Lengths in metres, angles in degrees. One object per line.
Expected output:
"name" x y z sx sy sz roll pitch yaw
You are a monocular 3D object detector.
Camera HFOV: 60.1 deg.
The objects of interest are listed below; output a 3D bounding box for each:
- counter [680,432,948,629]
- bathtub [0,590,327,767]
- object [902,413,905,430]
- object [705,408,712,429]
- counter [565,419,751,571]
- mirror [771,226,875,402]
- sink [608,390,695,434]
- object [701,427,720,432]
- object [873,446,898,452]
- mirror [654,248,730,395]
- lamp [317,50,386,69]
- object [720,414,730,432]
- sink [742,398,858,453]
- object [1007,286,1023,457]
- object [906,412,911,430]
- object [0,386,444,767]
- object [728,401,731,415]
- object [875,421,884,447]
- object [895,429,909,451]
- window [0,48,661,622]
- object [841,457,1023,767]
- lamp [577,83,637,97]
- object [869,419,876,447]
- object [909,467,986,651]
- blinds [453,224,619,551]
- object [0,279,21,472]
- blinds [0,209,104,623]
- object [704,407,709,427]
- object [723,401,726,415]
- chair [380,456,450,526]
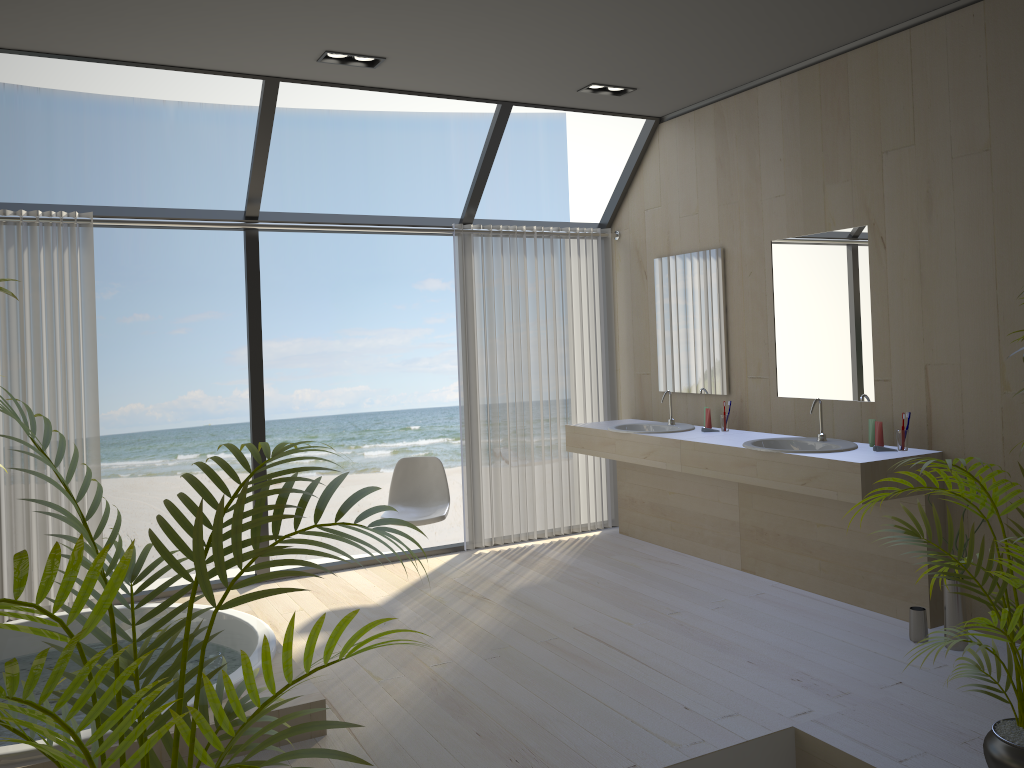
"counter" 1.453 0.699 4.405 0.551 0.791 1.205 -2 2 -28
"bathtub" -1.834 1.196 3.383 1.823 0.698 1.646 -3 3 -28
"object" 1.791 0.219 4.047 0.012 0.178 0.050 -2 0 12
"object" 1.153 0.211 5.200 0.039 0.135 0.039 -2 0 21
"counter" 0.892 0.667 5.472 0.551 0.791 1.205 -2 2 -28
"mirror" 1.615 -0.353 4.619 0.023 0.869 0.653 -2 0 -28
"sink" 0.850 0.256 5.425 0.504 0.419 0.573 -3 2 -24
"object" 1.147 0.264 5.119 0.104 0.029 0.032 -2 1 13
"object" 1.708 0.296 4.052 0.104 0.029 0.032 -2 1 13
"mirror" 1.109 -0.379 5.523 0.023 0.869 0.653 -2 0 -28
"lamp" -0.790 -1.641 4.340 0.301 0.112 0.164 -3 2 -28
"object" 1.237 0.228 5.143 0.058 0.100 0.058 -2 0 -21
"sink" 1.411 0.288 4.357 0.504 0.419 0.573 -3 2 -24
"object" 2.015 0.264 2.827 0.787 1.757 0.935 -2 0 -3
"object" 1.812 0.218 4.076 0.054 0.175 0.012 -2 -1 -2
"object" -0.567 0.623 1.513 1.066 1.346 0.872 -3 1 -39
"object" 1.251 0.186 5.144 0.054 0.175 0.012 -2 -1 -2
"object" 1.714 0.242 4.133 0.039 0.135 0.039 -2 0 14
"object" 1.798 0.260 4.076 0.058 0.100 0.058 -2 0 -17
"window" -1.174 -0.263 4.977 4.565 2.815 0.744 -3 0 -28
"object" 1.383 0.593 2.439 0.916 1.157 0.751 -2 0 6
"lamp" 0.538 -1.724 5.039 0.301 0.112 0.164 -3 2 -28
"object" 1.730 0.236 4.245 0.039 0.135 0.039 -2 0 14
"object" 1.898 0.728 3.806 0.407 0.749 0.273 -2 0 -40
"blinds" 0.181 -0.016 5.898 1.184 2.071 0.084 -2 0 -28
"object" -1.743 0.437 2.120 0.787 1.757 0.935 -2 0 -3
"blinds" -2.698 0.165 4.382 1.184 2.071 0.084 -2 0 -28
"object" 1.169 0.205 5.313 0.039 0.135 0.039 -2 0 21
"object" 1.230 0.187 5.114 0.012 0.178 0.050 -2 0 12
"chair" -0.552 0.617 5.099 0.369 0.347 0.454 -2 2 1
